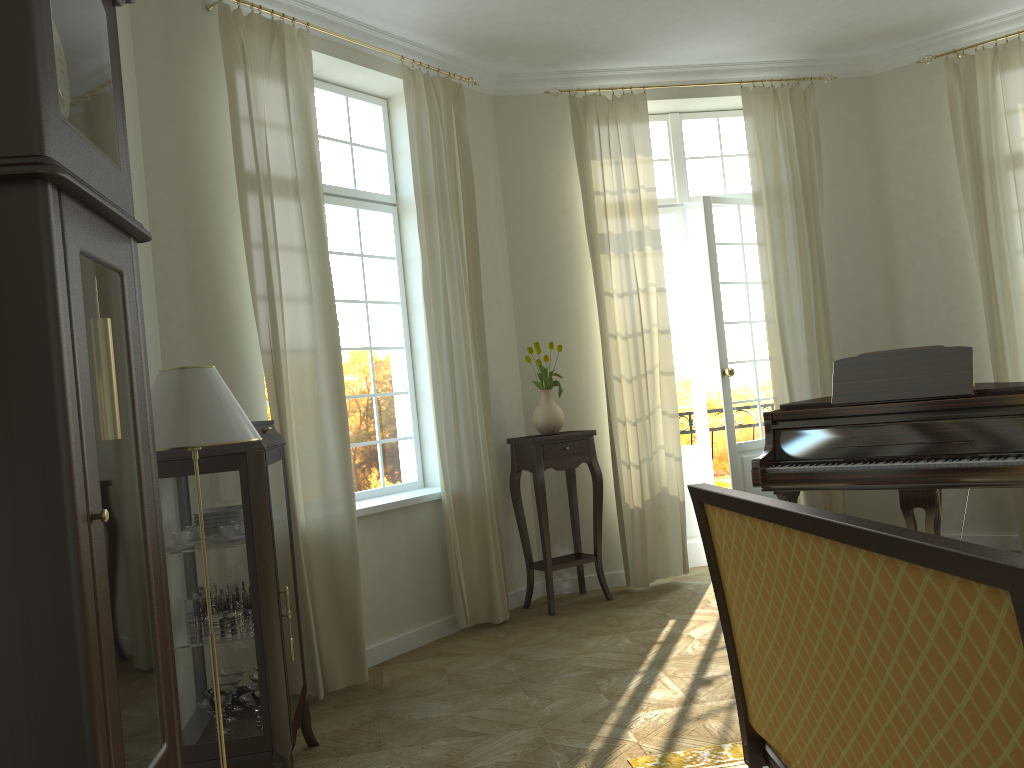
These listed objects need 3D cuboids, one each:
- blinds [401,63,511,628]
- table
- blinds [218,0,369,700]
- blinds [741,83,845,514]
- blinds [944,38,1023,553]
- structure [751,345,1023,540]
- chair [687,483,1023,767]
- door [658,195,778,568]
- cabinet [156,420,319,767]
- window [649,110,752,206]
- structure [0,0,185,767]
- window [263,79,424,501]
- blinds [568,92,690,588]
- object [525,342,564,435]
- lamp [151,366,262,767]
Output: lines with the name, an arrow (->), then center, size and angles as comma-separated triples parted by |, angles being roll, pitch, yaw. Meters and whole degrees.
blinds -> -0.338, -0.214, 5.418 | 0.159, 3.381, 0.552 | -6, -1, 40
table -> 0.312, 0.885, 5.821 | 0.522, 1.114, 0.344 | -5, -1, -33
blinds -> -1.051, -0.164, 4.399 | 0.162, 3.385, 0.554 | -7, -1, 43
blinds -> 2.052, -0.436, 6.226 | 0.554, 3.386, 0.162 | -5, -1, -13
blinds -> 3.332, -0.569, 5.869 | 0.554, 3.384, 0.162 | -7, -1, 43
structure -> 2.493, 0.500, 5.204 | 1.514, 1.439, 1.856 | -6, -1, 37
chair -> 0.962, 0.765, 1.833 | 0.680, 1.083, 1.389 | -5, -1, -8
door -> 1.438, -0.002, 6.461 | 1.385, 2.690, 0.425 | -5, -1, -7
cabinet -> -1.088, 0.850, 3.376 | 0.542, 1.386, 0.733 | -5, -1, -8
window -> 1.246, -1.693, 6.674 | 1.380, 0.680, 0.055 | -5, -1, -8
structure -> -0.913, 0.260, 1.668 | 0.521, 2.458, 0.715 | -5, -1, -8
window -> -1.101, -0.559, 5.196 | 0.181, 2.550, 1.400 | -6, -1, 37
blinds -> 0.819, -0.313, 6.110 | 0.552, 3.386, 0.159 | -5, -1, -11
object -> 0.227, 0.028, 5.833 | 0.242, 0.609, 0.264 | -6, -1, 17
lamp -> -0.864, 0.726, 2.553 | 0.381, 1.552, 0.380 | -6, -1, -3
